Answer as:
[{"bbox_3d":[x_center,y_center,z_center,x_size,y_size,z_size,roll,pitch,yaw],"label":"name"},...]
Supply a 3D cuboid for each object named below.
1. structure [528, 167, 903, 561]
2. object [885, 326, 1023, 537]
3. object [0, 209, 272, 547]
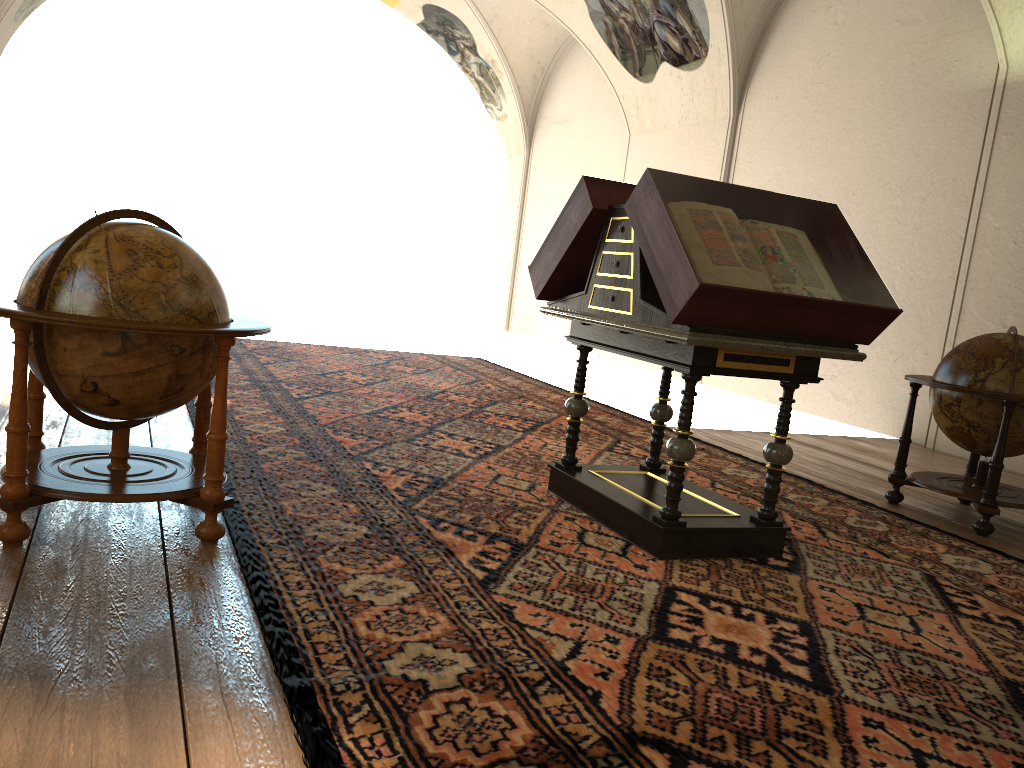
[{"bbox_3d":[0.985,-0.124,5.140,1.246,1.986,1.885,4,8,-24],"label":"structure"},{"bbox_3d":[3.524,0.294,6.507,1.277,1.452,1.278,11,9,28],"label":"object"},{"bbox_3d":[-1.799,-0.078,4.124,1.278,1.452,1.276,9,8,13],"label":"object"}]
